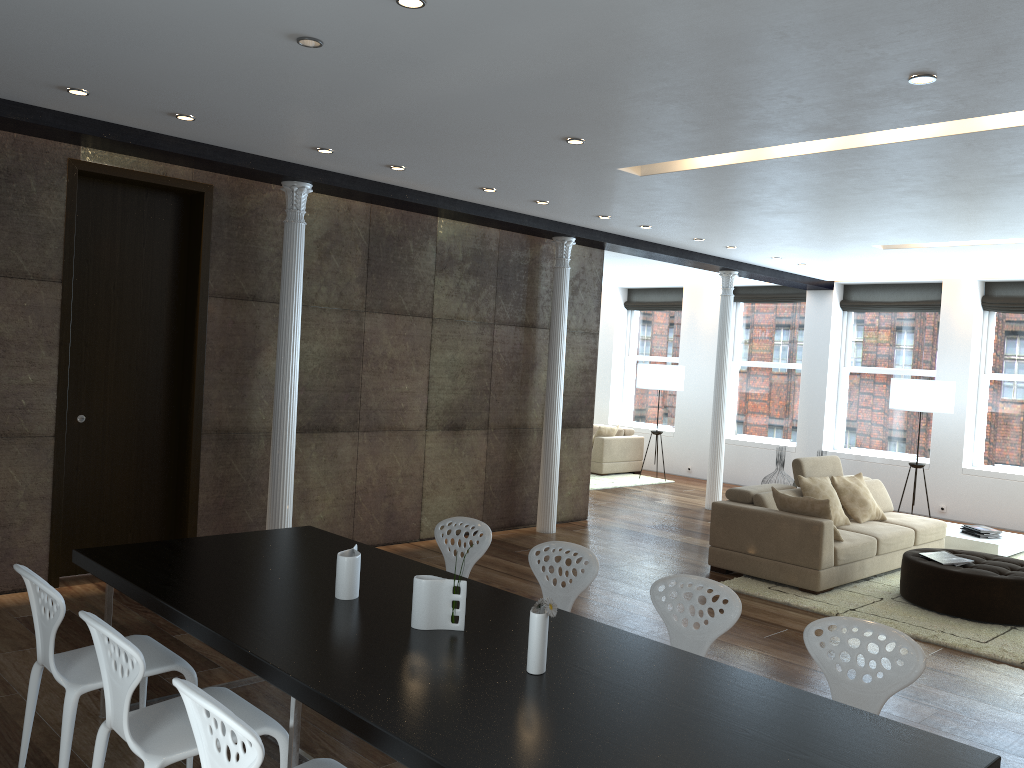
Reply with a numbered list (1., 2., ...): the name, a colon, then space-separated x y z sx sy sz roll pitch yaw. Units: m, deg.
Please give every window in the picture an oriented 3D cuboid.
1. window: 6.384 -0.032 10.652 0.123 2.400 1.442 2 2 -44
2. window: 2.416 -0.390 14.751 0.123 2.400 1.345 2 2 -44
3. window: 5.109 -0.147 11.969 0.123 2.400 1.432 2 2 -44
4. window: 3.851 -0.261 13.268 0.123 2.400 1.391 2 2 -44

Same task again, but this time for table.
1. table: -0.354 1.215 3.127 1.200 0.733 3.400 2 2 -44
2. table: 4.673 1.608 9.144 0.900 0.170 0.900 2 2 -44

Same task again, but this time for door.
1. door: -2.773 -0.062 6.294 1.000 2.814 0.510 2 2 -44

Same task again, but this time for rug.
1. rug: -0.125 1.284 13.608 2.972 0.020 4.231 2 2 -44
2. rug: 4.133 1.722 7.374 4.231 0.020 2.972 2 2 -44

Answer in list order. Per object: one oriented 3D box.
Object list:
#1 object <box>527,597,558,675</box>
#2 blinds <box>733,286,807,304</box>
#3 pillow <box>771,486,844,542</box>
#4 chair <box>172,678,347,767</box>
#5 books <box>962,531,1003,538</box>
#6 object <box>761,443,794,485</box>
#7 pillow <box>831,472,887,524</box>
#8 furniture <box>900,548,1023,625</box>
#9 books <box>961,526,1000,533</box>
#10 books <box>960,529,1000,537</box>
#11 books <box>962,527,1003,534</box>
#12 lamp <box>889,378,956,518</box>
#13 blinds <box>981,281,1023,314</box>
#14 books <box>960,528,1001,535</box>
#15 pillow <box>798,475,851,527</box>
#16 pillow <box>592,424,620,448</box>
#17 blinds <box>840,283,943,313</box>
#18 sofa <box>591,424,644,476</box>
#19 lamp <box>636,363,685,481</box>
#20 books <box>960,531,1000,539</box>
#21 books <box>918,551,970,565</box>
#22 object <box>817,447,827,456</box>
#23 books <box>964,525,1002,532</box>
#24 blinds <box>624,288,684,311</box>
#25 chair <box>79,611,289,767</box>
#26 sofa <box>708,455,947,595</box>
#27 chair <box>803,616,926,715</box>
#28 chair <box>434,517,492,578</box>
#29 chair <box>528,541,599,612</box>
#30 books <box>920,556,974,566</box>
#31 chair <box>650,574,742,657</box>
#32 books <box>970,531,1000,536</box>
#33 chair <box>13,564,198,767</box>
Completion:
1. object: 0.105 0.770 2.762 0.076 0.233 0.161 4 2 27
2. blinds: 3.871 -1.334 13.194 0.156 0.275 1.396 2 2 -44
3. pillow: 2.375 1.049 7.133 0.395 0.393 0.518 2 2 -41
4. chair: -0.604 1.171 2.374 0.581 0.835 0.495 2 2 -44
5. books: 4.752 1.518 8.964 0.220 0.010 0.300 3 2 -24
6. object: 3.581 1.177 11.868 0.458 0.781 0.458 2 2 -45
7. pillow: 3.212 1.055 8.258 0.519 0.416 0.368 2 2 -40
8. furniture: 3.528 1.517 6.738 1.057 0.355 1.057 2 2 -42
9. books: 4.730 1.468 8.959 0.220 0.010 0.300 3 2 -9
10. books: 4.727 1.507 8.960 0.220 0.010 0.300 3 2 -9
11. books: 4.754 1.479 8.963 0.220 0.010 0.300 3 2 -29
12. lamp: 4.795 0.813 10.481 0.698 1.728 0.698 3 2 -20
13. blinds: 6.401 -1.039 10.578 0.156 0.424 1.439 2 2 -44
14. books: 4.728 1.487 8.959 0.220 0.010 0.300 3 2 -19
15. pillow: 2.756 1.030 7.832 0.534 0.439 0.301 2 2 -41
16. pillow: 1.373 0.802 13.574 0.395 0.393 0.518 5 2 42
17. blinds: 5.114 -1.161 11.885 0.183 0.395 1.431 2 2 -44
18. sofa: 0.824 0.851 14.462 1.018 0.950 2.581 2 2 -44
19. lamp: 2.165 0.574 13.198 0.698 1.728 0.698 3 2 -20
20. books: 4.726 1.526 8.960 0.220 0.010 0.300 3 2 -9
21. books: 3.265 1.316 6.708 0.220 0.040 0.301 3 2 -9
22. object: 4.061 1.211 11.685 0.458 0.781 0.458 2 2 -45
23. books: 4.755 1.460 8.962 0.220 0.010 0.300 3 2 -4
24. blinds: 2.432 -1.404 14.678 0.156 0.393 1.342 2 2 -44
25. chair: -1.091 1.127 2.878 0.581 0.835 0.495 2 2 -44
26. sofa: 2.940 1.166 8.003 2.581 0.950 1.021 2 2 -44
27. chair: 1.054 1.253 2.968 0.581 0.835 0.495 2 2 -44
28. chair: -0.432 1.119 4.495 0.581 0.835 0.495 2 2 -44
29. chair: 0.065 1.163 4.009 0.581 0.835 0.495 2 2 -44
30. books: 3.291 1.325 6.713 0.219 0.031 0.300 3 2 -29
31. chair: 0.570 1.209 3.475 0.581 0.835 0.495 2 2 -44
32. books: 4.753 1.499 8.964 0.220 0.010 0.300 4 2 6
33. chair: -1.579 1.083 3.382 0.581 0.835 0.495 2 2 -44
